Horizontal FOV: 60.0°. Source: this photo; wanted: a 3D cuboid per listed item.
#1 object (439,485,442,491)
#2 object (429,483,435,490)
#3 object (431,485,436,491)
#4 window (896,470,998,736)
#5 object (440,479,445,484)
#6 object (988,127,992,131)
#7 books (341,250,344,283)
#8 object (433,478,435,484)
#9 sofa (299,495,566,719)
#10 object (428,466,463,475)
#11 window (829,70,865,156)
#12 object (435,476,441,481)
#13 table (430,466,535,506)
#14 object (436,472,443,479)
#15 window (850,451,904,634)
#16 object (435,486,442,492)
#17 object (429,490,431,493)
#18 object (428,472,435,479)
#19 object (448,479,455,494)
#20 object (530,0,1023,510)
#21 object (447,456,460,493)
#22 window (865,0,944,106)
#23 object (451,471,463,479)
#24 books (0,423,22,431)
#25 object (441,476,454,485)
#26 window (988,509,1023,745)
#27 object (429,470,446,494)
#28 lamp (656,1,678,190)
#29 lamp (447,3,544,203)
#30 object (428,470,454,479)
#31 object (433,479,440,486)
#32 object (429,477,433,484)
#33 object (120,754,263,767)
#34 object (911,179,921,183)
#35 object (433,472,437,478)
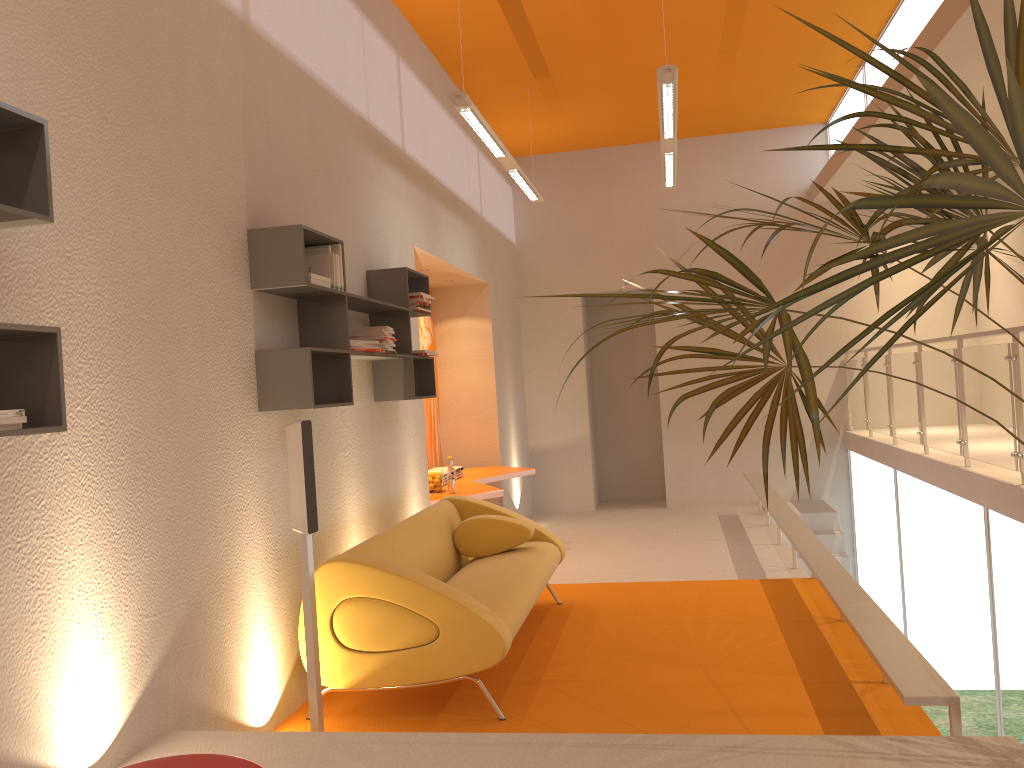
[{"bbox_3d":[-0.568,0.813,6.920,0.061,0.053,0.053,-4,0,-2],"label":"object"},{"bbox_3d":[-0.624,0.795,6.854,0.052,0.053,0.062,-4,0,-8],"label":"object"},{"bbox_3d":[-0.625,0.810,6.936,0.057,0.060,0.052,-4,0,-39],"label":"object"},{"bbox_3d":[3.355,2.654,6.797,0.006,3.760,2.311,-4,0,10],"label":"window"},{"bbox_3d":[-0.562,0.759,6.974,0.063,0.051,0.053,-4,0,14],"label":"object"},{"bbox_3d":[3.867,-2.103,7.269,0.143,0.059,0.143,-4,0,-18],"label":"object"},{"bbox_3d":[-0.925,-0.546,4.260,0.230,0.227,0.017,-4,0,10],"label":"books"},{"bbox_3d":[-0.596,0.759,6.928,0.064,0.053,0.051,-4,0,-42],"label":"object"},{"bbox_3d":[-0.294,1.071,4.749,0.929,0.706,2.081,-4,0,10],"label":"sofa"},{"bbox_3d":[-0.592,0.773,7.863,0.262,0.049,0.349,-4,0,10],"label":"object"},{"bbox_3d":[3.434,-2.606,9.098,0.006,0.660,1.894,-4,0,10],"label":"window"},{"bbox_3d":[-0.575,0.732,6.893,0.053,0.051,0.063,-4,0,1],"label":"object"},{"bbox_3d":[-0.376,1.213,7.646,0.969,0.760,2.573,-4,0,10],"label":"table"},{"bbox_3d":[-0.566,0.720,6.945,0.057,0.060,0.052,-4,0,33],"label":"object"},{"bbox_3d":[3.755,2.634,8.995,0.006,3.760,2.078,-4,0,10],"label":"window"},{"bbox_3d":[-0.572,0.812,6.860,0.053,0.053,0.061,-4,0,0],"label":"object"},{"bbox_3d":[-0.653,0.821,6.883,0.050,0.055,0.061,-4,0,1],"label":"object"},{"bbox_3d":[-0.633,0.717,6.928,0.051,0.053,0.063,-4,0,-43],"label":"object"},{"bbox_3d":[-0.461,0.782,6.777,0.060,0.106,0.060,-4,0,42],"label":"object"},{"bbox_3d":[1.592,0.151,1.970,3.098,2.600,3.241,-4,0,18],"label":"object"},{"bbox_3d":[-0.471,0.692,6.791,0.101,0.288,0.088,-4,0,-20],"label":"object"},{"bbox_3d":[3.035,-2.586,6.900,0.006,0.660,2.494,-4,0,10],"label":"window"},{"bbox_3d":[-0.594,0.822,7.863,0.250,0.049,0.349,-4,0,10],"label":"object"},{"bbox_3d":[-1.282,0.107,2.001,0.190,0.015,0.254,-4,0,11],"label":"books"},{"bbox_3d":[-0.652,0.825,7.513,0.262,0.049,0.349,-4,0,10],"label":"object"},{"bbox_3d":[1.600,1.933,1.413,0.481,5.399,8.922,-4,0,23],"label":"window"},{"bbox_3d":[-0.637,0.760,6.920,0.207,0.174,0.189,-4,0,10],"label":"object"},{"bbox_3d":[1.134,-2.289,6.602,0.120,1.052,3.195,-4,0,10],"label":"lamp"},{"bbox_3d":[-0.073,-2.211,6.822,0.120,1.052,3.195,-4,0,10],"label":"lamp"},{"bbox_3d":[-0.655,0.776,7.513,0.262,0.049,0.349,-4,0,10],"label":"object"},{"bbox_3d":[-0.581,0.761,6.851,0.053,0.055,0.060,-4,0,-2],"label":"object"},{"bbox_3d":[-0.639,0.749,6.885,0.061,0.051,0.055,-4,0,40],"label":"object"},{"bbox_3d":[-0.595,0.916,1.450,0.391,0.450,0.420,-4,0,40],"label":"object"},{"bbox_3d":[4.216,-2.121,9.190,0.143,0.059,0.143,-4,0,-18],"label":"object"},{"bbox_3d":[-0.606,0.718,6.981,0.063,0.051,0.053,-4,0,3],"label":"object"}]
